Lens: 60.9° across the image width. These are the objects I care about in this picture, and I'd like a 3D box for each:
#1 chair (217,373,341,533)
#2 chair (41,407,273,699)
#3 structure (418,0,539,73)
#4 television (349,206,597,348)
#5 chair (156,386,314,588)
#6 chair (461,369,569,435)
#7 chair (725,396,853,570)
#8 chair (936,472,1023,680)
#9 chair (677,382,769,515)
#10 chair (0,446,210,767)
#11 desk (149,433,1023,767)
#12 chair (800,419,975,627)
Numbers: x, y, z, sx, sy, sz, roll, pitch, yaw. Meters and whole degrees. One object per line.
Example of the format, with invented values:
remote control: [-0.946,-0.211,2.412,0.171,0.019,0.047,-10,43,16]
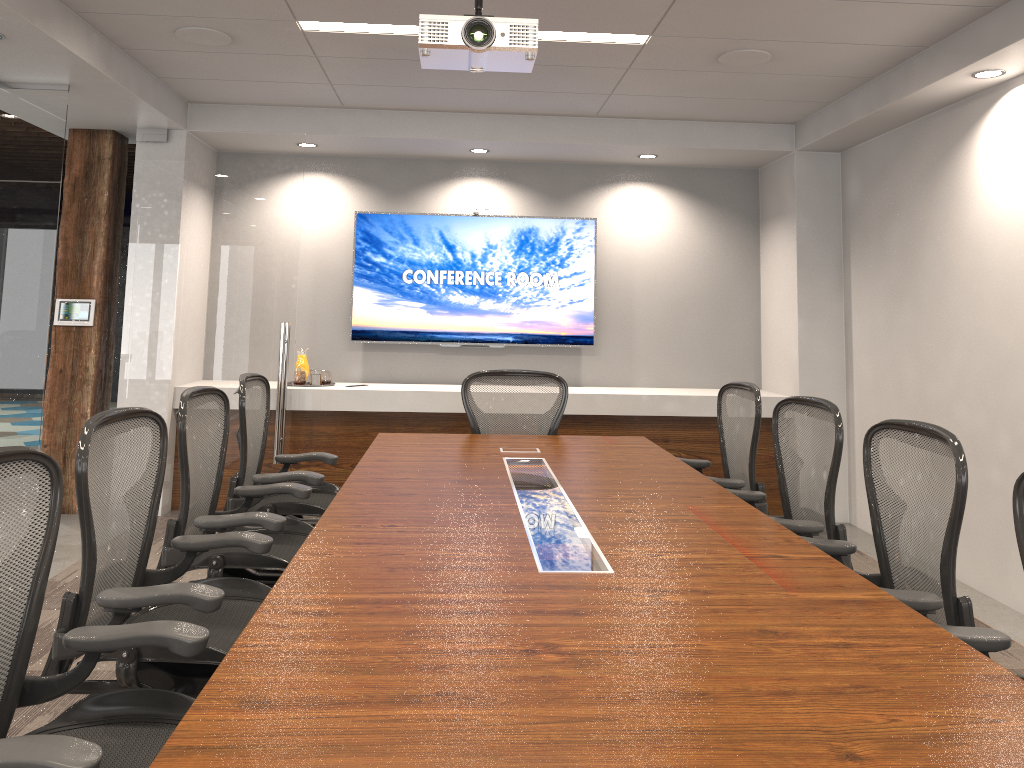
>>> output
chair: [-0.960,0.508,4.003,0.762,1.108,0.791,1,-3,3]
chair: [-0.854,0.629,2.414,0.760,1.108,0.793,2,-3,-11]
structure: [-0.133,-1.509,3.506,0.460,0.463,0.314,1,-3,-3]
television: [-0.289,-0.846,6.833,1.907,1.127,0.064,1,-7,-3]
chair: [-0.958,0.566,3.237,0.790,1.108,0.763,2,-3,-20]
chair: [0.049,0.489,4.545,0.768,1.108,0.785,2,-3,-20]
chair: [0.887,0.600,3.317,0.762,1.108,0.791,1,-3,7]
chair: [0.966,0.722,1.709,0.761,1.108,0.792,1,-3,-2]
chair: [0.834,0.539,4.109,0.761,1.108,0.792,1,-3,-2]
chair: [-0.822,0.688,1.638,0.790,1.108,0.763,2,-3,-18]
desk: [0.180,0.879,1.566,1.402,0.761,6.011,1,4,-4]
chair: [0.969,0.664,2.483,0.790,1.108,0.762,2,-3,-18]
